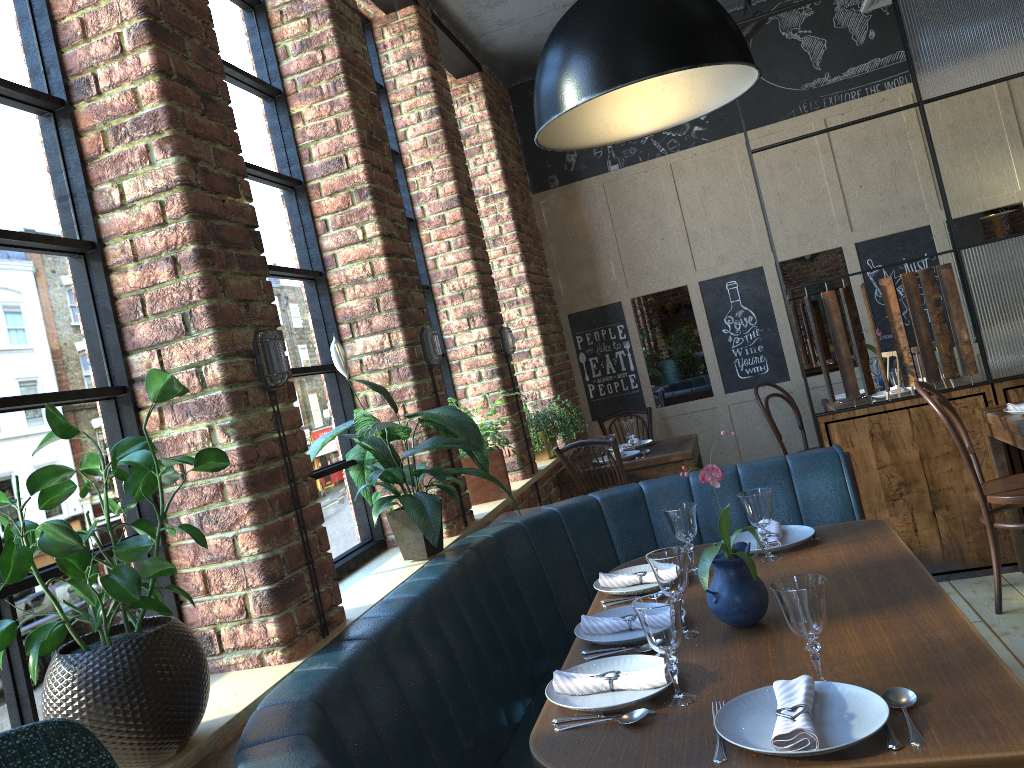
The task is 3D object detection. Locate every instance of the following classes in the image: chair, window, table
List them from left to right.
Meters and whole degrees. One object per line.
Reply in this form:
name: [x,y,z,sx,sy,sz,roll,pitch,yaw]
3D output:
chair: [-0.186,0.840,0.448,1.075,1.099,0.773,-14,-1,40]
window: [-0.281,-0.641,1.010,3.351,2.431,8.745,-13,0,-19]
chair: [0.595,0.700,4.679,0.422,0.916,0.499,-14,-2,36]
chair: [0.820,0.636,5.681,0.412,0.916,0.512,-13,-1,10]
table: [0.764,0.757,5.106,0.769,0.728,0.731,-13,-1,16]
table: [0.626,0.858,2.044,0.843,0.661,1.502,-13,0,15]
chair: [1.864,0.400,5.367,0.419,0.922,0.573,-12,-2,-42]
table: [2.332,0.395,5.164,0.769,0.728,0.731,-13,-1,16]
chair: [2.201,0.291,4.754,0.539,1.007,0.447,-13,-2,3]
chair: [2.008,0.389,3.487,0.571,0.922,0.420,-14,-2,33]
table: [2.375,0.406,3.361,0.769,0.728,0.731,-13,-1,16]

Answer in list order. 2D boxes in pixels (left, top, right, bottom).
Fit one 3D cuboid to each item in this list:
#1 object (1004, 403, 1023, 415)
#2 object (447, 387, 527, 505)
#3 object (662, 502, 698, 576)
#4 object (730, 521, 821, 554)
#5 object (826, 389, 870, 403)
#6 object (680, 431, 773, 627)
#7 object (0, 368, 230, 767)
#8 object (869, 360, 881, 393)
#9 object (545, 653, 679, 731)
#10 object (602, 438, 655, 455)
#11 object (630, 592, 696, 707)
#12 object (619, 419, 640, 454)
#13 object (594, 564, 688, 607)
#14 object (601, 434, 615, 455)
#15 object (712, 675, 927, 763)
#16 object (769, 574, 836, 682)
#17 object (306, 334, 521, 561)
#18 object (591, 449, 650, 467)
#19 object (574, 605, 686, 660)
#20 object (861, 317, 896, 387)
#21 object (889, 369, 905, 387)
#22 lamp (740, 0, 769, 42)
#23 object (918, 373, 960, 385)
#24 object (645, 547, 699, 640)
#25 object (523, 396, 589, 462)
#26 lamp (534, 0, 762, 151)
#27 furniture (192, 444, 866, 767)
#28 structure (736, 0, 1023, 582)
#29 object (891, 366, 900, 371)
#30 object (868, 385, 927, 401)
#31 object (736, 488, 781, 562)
object: [2.068,0.077,3.419,0.277,0.051,0.315,-13,1,19]
object: [-0.164,0.272,3.866,0.437,0.483,0.441,-14,-1,38]
object: [0.500,0.444,2.517,0.094,0.192,0.102,-12,-2,-45]
object: [0.743,0.459,2.633,0.334,0.051,0.261,-13,1,20]
object: [2.050,0.059,5.340,0.275,0.051,0.317,-13,1,14]
object: [0.473,0.335,1.992,0.142,0.432,0.209,-14,-2,34]
object: [-0.720,0.332,1.597,0.402,0.664,0.490,-14,-1,39]
object: [2.170,-0.040,5.258,0.096,0.192,0.100,-13,-1,-13]
object: [0.194,0.596,1.761,0.277,0.051,0.315,-13,1,19]
object: [0.698,0.370,5.342,0.334,0.051,0.261,-13,1,20]
object: [0.294,0.501,1.662,0.094,0.192,0.102,-12,-2,-45]
object: [0.679,0.306,5.019,0.096,0.192,0.100,-13,-1,-13]
object: [0.361,0.549,2.497,0.277,0.051,0.315,-13,1,19]
object: [0.580,0.364,5.227,0.088,0.120,0.081,-14,-1,33]
object: [0.484,0.533,1.432,0.334,0.051,0.261,-13,1,20]
object: [0.532,0.448,1.573,0.094,0.192,0.102,-12,-2,-45]
object: [-0.362,0.183,2.768,0.622,0.752,0.715,-13,-1,15]
object: [0.599,0.398,4.924,0.334,0.051,0.261,-13,1,20]
object: [0.278,0.573,2.113,0.277,0.051,0.315,-13,1,19]
object: [2.283,-0.191,5.476,0.222,0.432,0.133,-13,-2,13]
object: [2.246,-0.019,5.128,0.085,0.120,0.083,-13,-1,6]
lamp: [3.526,-2.587,0.999,6.418,0.274,7.047,-13,1,16]
object: [2.483,-0.039,5.194,0.277,0.051,0.315,-13,1,19]
object: [0.374,0.479,2.012,0.094,0.192,0.102,-12,-2,-45]
object: [0.166,0.239,4.978,0.511,0.370,0.591,-13,0,16]
lamp: [0.164,-1.286,2.099,0.550,1.328,0.507,-14,-2,34]
furniture: [0.350,0.837,2.142,1.398,0.823,2.547,-13,0,15]
structure: [4.288,-1.338,1.096,6.042,3.330,5.836,-13,0,0]
object: [2.343,-0.044,5.309,0.085,0.120,0.083,-13,-1,6]
object: [2.183,0.032,4.959,0.334,0.051,0.261,-13,1,20]
object: [0.703,0.398,2.477,0.094,0.192,0.102,-12,-2,-45]
